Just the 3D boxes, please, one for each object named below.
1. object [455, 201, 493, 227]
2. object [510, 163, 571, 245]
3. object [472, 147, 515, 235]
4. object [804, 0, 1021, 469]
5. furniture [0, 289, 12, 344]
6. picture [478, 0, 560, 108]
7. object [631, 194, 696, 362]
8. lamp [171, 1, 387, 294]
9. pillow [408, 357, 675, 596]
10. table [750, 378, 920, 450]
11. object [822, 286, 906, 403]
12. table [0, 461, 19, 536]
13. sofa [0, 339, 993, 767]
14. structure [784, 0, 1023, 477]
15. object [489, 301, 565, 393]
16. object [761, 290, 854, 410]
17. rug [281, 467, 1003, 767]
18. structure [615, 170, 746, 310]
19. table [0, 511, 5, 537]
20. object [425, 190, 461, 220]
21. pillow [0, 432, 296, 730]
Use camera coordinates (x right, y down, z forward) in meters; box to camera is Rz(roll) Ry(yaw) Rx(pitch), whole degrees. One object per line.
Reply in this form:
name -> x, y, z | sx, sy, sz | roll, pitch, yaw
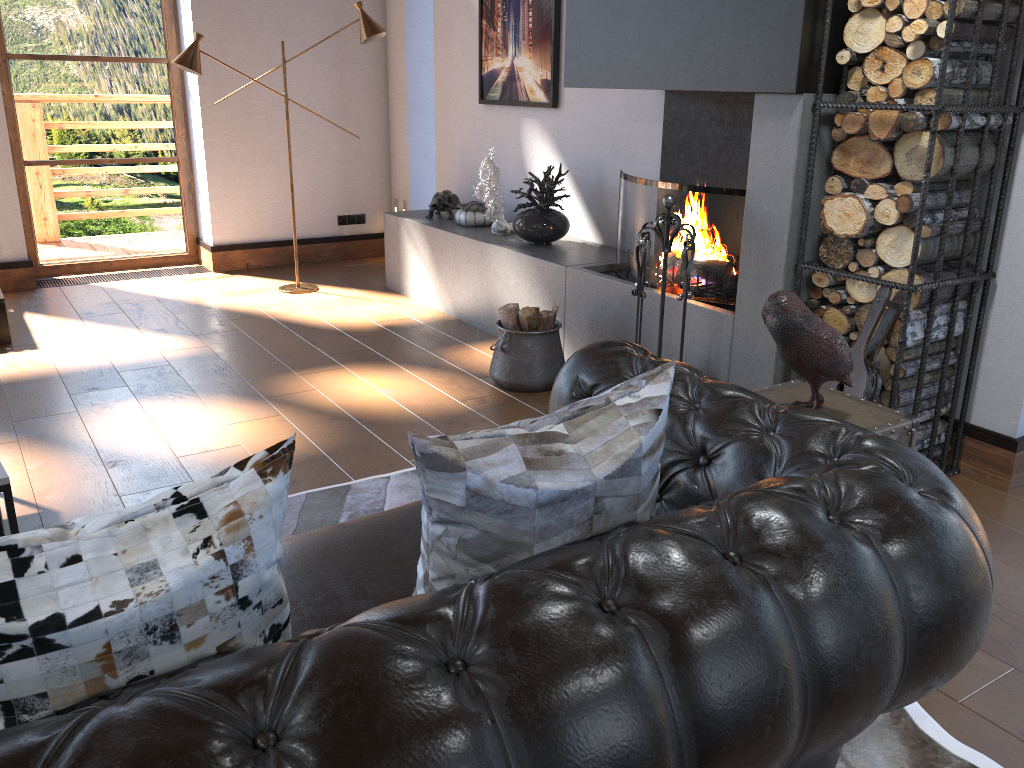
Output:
object -> -0.240, -1.116, 5.778 | 0.262, 0.160, 0.279 | -10, 21, -29
object -> 0.169, -1.035, 5.088 | 0.335, 0.453, 0.342 | -2, 18, -7
object -> -0.118, -1.171, 5.388 | 0.257, 0.530, 0.432 | 9, 20, 24
object -> 1.423, -0.914, 3.133 | 0.472, 2.601, 0.490 | -11, 21, -32
furniture -> -4.237, -0.369, 4.554 | 2.792, 0.435, 1.166 | -11, 22, -32
picture -> 0.026, -2.155, 5.516 | 0.036, 0.812, 0.873 | -11, 22, -31
object -> 0.614, -0.265, 3.644 | 0.306, 1.013, 0.310 | 5, 18, 12
lamp -> -1.491, -1.546, 5.931 | 1.329, 1.891, 0.527 | -3, 19, -12
pillow -> 0.035, 0.204, 1.522 | 0.534, 0.467, 0.281 | -10, 21, -29
table -> 0.791, 0.352, 2.453 | 0.422, 0.607, 0.402 | -11, 22, -31
object -> 1.196, 0.030, 3.166 | 0.265, 0.791, 0.267 | 15, 23, 38
table -> -1.767, 0.430, 2.449 | 0.658, 0.349, 0.397 | -13, 23, -36
sofa -> -0.403, 0.563, 1.400 | 2.596, 0.835, 1.230 | -11, 22, -32
structure -> 1.419, -0.916, 3.121 | 0.518, 2.606, 0.498 | -11, 21, -31
object -> 0.082, -0.203, 4.354 | 0.385, 0.429, 0.384 | -1, 18, -7
object -> 0.770, -0.079, 2.308 | 0.247, 0.317, 0.150 | 3, 18, 7
rug -> -1.108, 0.893, 1.605 | 4.091, 0.053, 2.414 | -11, 22, -31
structure -> 0.728, -0.672, 4.066 | 0.185, 0.512, 0.975 | -11, 22, -31
table -> -1.553, 0.562, 2.071 | 0.657, 0.349, 0.397 | -9, 21, -27
object -> -0.468, -1.234, 6.076 | 0.225, 0.182, 0.409 | 4, 19, 10
pillow -> -0.539, 0.315, 1.160 | 0.534, 0.467, 0.281 | -10, 21, -29
